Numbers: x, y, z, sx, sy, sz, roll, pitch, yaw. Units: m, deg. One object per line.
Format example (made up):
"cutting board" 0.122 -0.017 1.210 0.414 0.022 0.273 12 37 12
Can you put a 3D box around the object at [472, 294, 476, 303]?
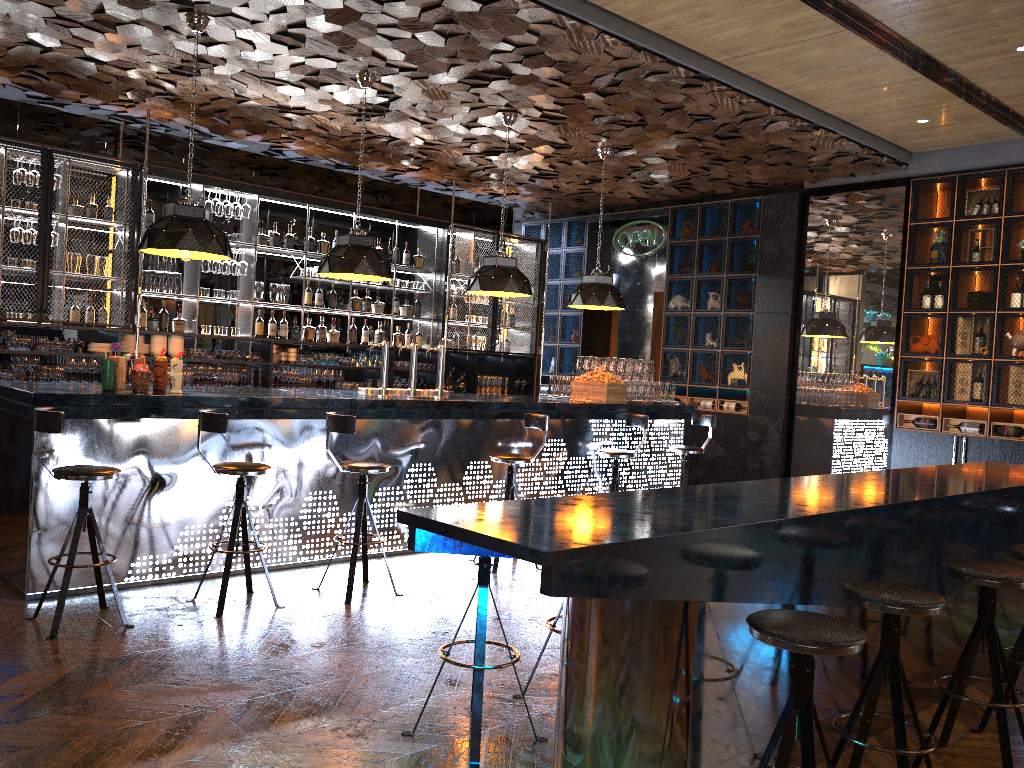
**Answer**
"object" -0.465 -1.139 11.133 0.092 0.244 0.092 5 2 42

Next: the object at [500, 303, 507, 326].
"object" -0.105 -0.889 11.383 0.086 0.299 0.086 4 1 7

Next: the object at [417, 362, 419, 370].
"object" -1.121 -0.210 10.244 0.084 0.082 0.084 4 2 30

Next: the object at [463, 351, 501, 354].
"object" -0.379 -0.393 11.095 0.437 0.019 0.273 2 2 -42

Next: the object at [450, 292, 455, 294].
"object" -0.734 -1.134 10.720 0.089 0.092 0.089 3 1 -17

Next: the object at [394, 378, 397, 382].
"object" -1.394 0.008 10.370 0.106 0.148 0.106 3 2 -23

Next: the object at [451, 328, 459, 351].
"object" -0.693 -0.548 10.877 0.086 0.299 0.086 4 1 7

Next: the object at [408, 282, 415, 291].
"object" -1.187 -1.156 10.513 0.089 0.092 0.089 3 1 -3

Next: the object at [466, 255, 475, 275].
"object" -0.509 -1.468 10.967 0.083 0.282 0.083 2 2 -42

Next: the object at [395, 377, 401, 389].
"object" -1.310 0.006 10.149 0.089 0.174 0.089 4 1 8

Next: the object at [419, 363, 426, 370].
"object" -1.048 -0.203 10.360 0.088 0.070 0.098 3 1 -7

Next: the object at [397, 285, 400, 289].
"object" -1.354 -1.163 10.378 0.089 0.092 0.089 4 2 33

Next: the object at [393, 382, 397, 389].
"object" -1.350 0.006 10.033 0.089 0.174 0.089 4 1 8

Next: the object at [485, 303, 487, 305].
"object" -0.315 -1.133 11.269 0.092 0.244 0.092 5 2 42

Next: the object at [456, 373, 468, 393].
"object" -0.610 -0.006 10.798 0.158 0.248 0.158 5 2 42

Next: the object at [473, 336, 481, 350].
"object" -0.436 -0.489 10.988 0.105 0.209 0.105 4 2 33

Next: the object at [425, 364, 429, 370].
"object" -1.007 -0.203 10.462 0.098 0.070 0.088 3 1 -15

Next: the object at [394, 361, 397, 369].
"object" -1.344 -0.218 10.047 0.084 0.082 0.084 5 2 40

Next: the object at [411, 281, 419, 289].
"object" -1.130 -1.148 10.335 0.089 0.092 0.089 3 1 -3

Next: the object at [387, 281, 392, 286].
"object" -1.404 -1.163 10.286 0.089 0.092 0.089 3 1 2

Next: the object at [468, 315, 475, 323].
"object" -0.500 -0.799 10.914 0.089 0.092 0.089 4 2 32

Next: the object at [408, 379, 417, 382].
"object" -1.152 0.025 10.277 0.106 0.148 0.106 3 2 -33

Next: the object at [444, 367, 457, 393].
"object" -0.750 -0.046 10.744 0.170 0.313 0.170 5 2 42

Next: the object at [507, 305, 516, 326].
"object" -0.003 -0.877 11.472 0.083 0.282 0.083 3 2 -32

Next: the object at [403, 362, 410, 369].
"object" -1.209 -0.213 10.164 0.084 0.082 0.084 3 2 -25

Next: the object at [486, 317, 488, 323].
"object" -0.279 -0.791 11.110 0.089 0.092 0.089 4 2 32

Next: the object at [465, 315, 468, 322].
"object" -0.540 -0.804 11.014 0.089 0.092 0.089 4 1 15

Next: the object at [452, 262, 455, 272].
"object" -0.769 -1.473 10.713 0.123 0.279 0.123 2 2 -34

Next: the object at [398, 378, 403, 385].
"object" -1.309 0.011 10.446 0.106 0.148 0.106 3 1 -3

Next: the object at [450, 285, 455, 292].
"object" -0.733 -1.154 10.719 0.089 0.092 0.089 3 1 -17

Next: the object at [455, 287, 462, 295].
"object" -0.645 -1.130 10.784 0.089 0.092 0.089 4 1 8

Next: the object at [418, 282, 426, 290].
"object" -1.060 -1.146 10.407 0.089 0.092 0.089 4 2 33

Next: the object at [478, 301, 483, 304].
"object" -0.391 -1.136 11.199 0.092 0.244 0.092 5 2 42

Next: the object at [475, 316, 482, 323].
"object" -0.425 -0.798 11.059 0.089 0.092 0.089 2 2 -42

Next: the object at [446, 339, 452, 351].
"object" -0.808 -0.540 10.751 0.123 0.279 0.123 4 2 37

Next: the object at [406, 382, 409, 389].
"object" -1.230 0.018 10.363 0.106 0.148 0.106 3 1 -14

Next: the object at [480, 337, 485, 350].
"object" -0.389 -0.490 11.115 0.105 0.209 0.105 4 2 33

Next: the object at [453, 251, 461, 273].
"object" -0.668 -1.480 10.826 0.086 0.297 0.086 4 1 7

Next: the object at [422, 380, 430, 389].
"object" -1.014 0.029 10.371 0.107 0.152 0.107 3 1 -17

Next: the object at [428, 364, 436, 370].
"object" -0.939 -0.197 10.391 0.088 0.070 0.098 3 2 -32

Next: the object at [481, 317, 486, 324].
"object" -0.365 -0.800 11.275 0.089 0.092 0.089 4 2 32

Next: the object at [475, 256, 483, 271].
"object" -0.395 -1.461 11.073 0.123 0.279 0.123 2 2 -39

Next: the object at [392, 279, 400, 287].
"object" -1.329 -1.156 10.167 0.089 0.092 0.089 4 2 33

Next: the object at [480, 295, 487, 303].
"object" -0.354 -1.129 11.011 0.092 0.244 0.092 5 2 42

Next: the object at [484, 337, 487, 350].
"object" -0.332 -0.489 11.232 0.105 0.209 0.105 4 2 33

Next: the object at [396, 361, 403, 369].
"object" -1.282 -0.215 10.099 0.084 0.082 0.084 2 2 -41

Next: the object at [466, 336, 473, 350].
"object" -0.518 -0.496 11.068 0.105 0.209 0.105 4 2 33

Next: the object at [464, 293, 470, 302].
"object" -0.546 -1.142 11.059 0.092 0.244 0.092 5 2 42

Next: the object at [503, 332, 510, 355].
"object" -0.071 -0.523 11.456 0.086 0.298 0.086 4 1 7

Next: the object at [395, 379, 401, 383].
"object" -1.314 0.015 10.284 0.106 0.148 0.106 3 1 -10

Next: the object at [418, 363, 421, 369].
"object" -1.112 -0.208 10.433 0.088 0.070 0.098 3 1 -19

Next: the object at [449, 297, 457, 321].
"object" -0.715 -0.911 10.843 0.086 0.298 0.086 4 1 7

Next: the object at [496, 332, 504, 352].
"object" -0.155 -0.519 11.362 0.083 0.282 0.083 4 2 33

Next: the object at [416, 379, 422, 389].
"object" -1.093 0.022 10.457 0.107 0.152 0.107 3 2 -28

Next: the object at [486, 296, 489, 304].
"object" -0.281 -1.126 11.077 0.092 0.244 0.092 5 2 42

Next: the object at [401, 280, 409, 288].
"object" -1.241 -1.154 10.286 0.089 0.092 0.089 2 2 -43

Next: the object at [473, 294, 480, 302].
"object" -0.435 -1.132 10.937 0.092 0.244 0.092 5 2 42

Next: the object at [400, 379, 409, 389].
"object" -1.237 0.021 10.197 0.106 0.148 0.106 3 2 -24
